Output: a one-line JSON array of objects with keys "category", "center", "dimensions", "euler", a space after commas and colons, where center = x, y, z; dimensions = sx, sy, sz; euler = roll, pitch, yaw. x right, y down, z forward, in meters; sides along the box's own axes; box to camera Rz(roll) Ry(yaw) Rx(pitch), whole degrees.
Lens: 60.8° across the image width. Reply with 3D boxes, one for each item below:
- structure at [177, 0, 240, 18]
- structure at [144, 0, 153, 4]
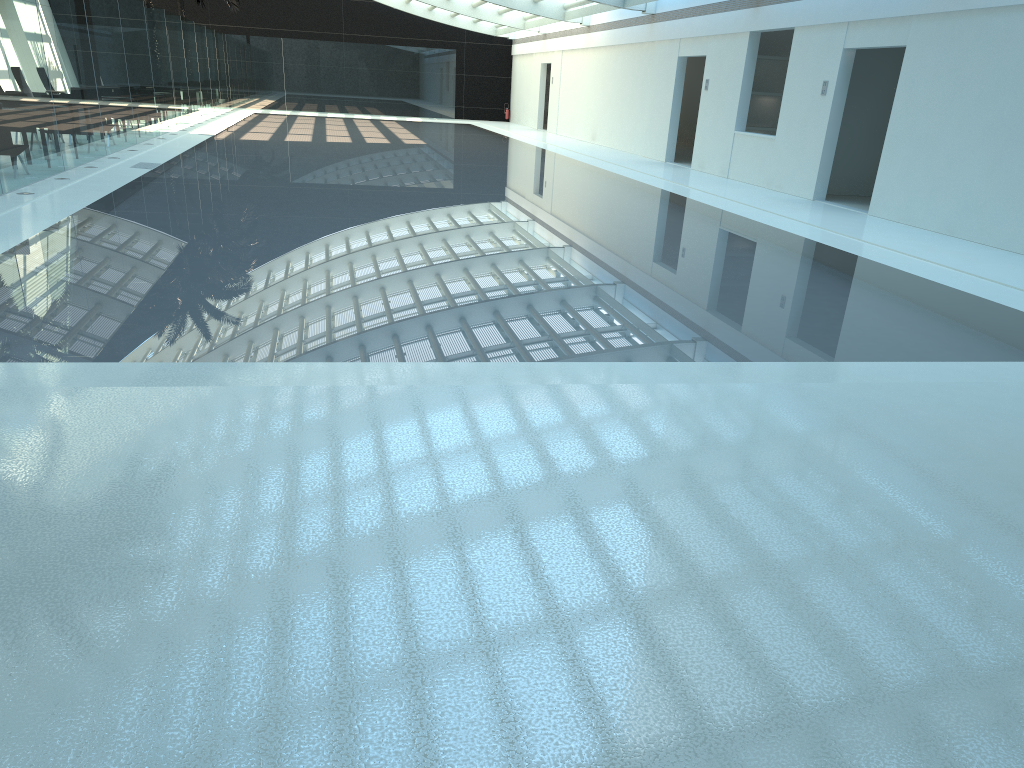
[{"category": "structure", "center": [-12.185, -14.165, 32.545], "dimensions": [4.383, 7.476, 4.572], "euler": [-12, 28, -30]}, {"category": "structure", "center": [-10.678, -11.645, 25.452], "dimensions": [4.803, 7.476, 4.169], "euler": [-4, 25, -17]}]
